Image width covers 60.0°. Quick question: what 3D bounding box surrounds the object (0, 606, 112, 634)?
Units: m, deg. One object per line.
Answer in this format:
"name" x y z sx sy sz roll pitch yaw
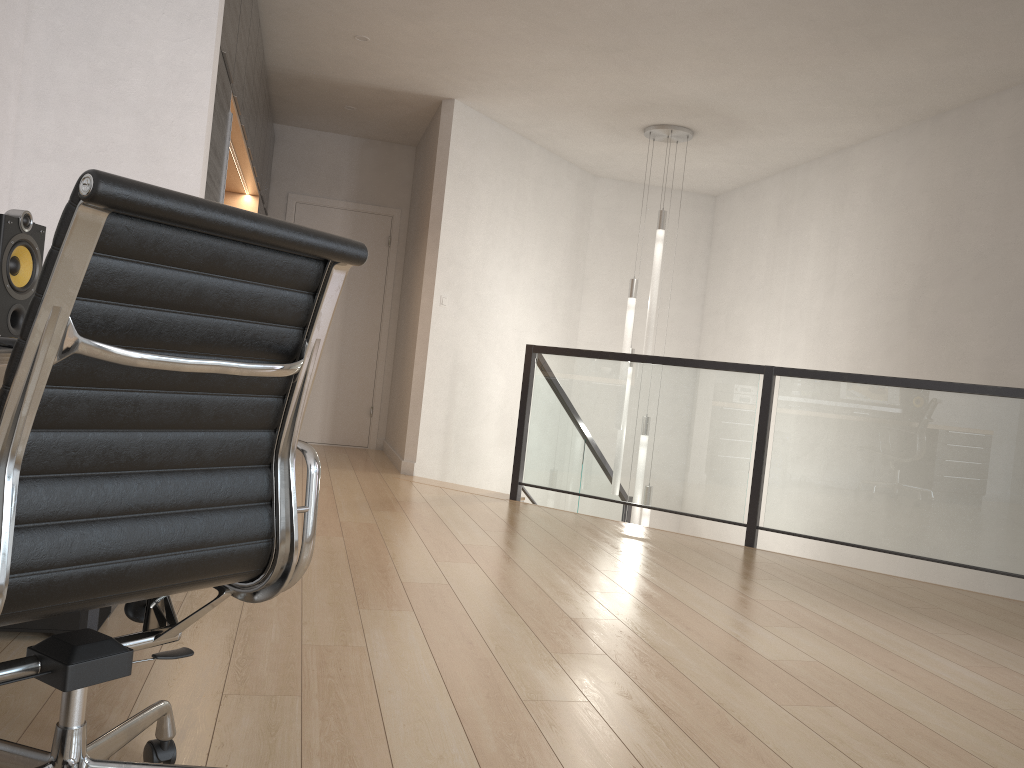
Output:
"object" -1.306 0.383 2.342 0.474 0.527 0.215 6 1 -13

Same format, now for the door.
"door" -1.561 -0.527 7.725 0.974 2.136 0.085 6 1 -13

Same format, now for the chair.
"chair" -0.661 0.233 1.319 0.699 0.991 0.664 7 1 37

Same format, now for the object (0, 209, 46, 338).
"object" -1.418 -0.296 2.352 0.249 0.354 0.198 6 1 2

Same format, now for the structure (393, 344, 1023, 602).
"structure" 1.554 2.078 6.242 4.190 4.339 2.823 7 1 32

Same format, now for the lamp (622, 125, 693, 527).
"lamp" 1.064 -1.005 6.555 0.359 6.725 0.359 7 1 23
